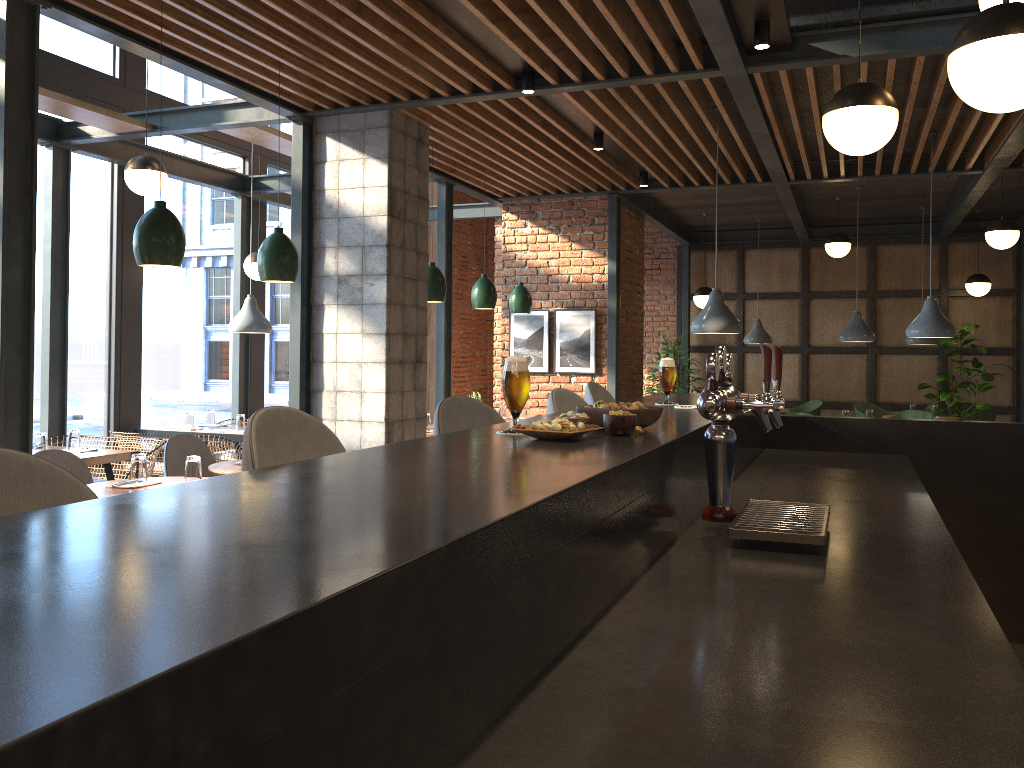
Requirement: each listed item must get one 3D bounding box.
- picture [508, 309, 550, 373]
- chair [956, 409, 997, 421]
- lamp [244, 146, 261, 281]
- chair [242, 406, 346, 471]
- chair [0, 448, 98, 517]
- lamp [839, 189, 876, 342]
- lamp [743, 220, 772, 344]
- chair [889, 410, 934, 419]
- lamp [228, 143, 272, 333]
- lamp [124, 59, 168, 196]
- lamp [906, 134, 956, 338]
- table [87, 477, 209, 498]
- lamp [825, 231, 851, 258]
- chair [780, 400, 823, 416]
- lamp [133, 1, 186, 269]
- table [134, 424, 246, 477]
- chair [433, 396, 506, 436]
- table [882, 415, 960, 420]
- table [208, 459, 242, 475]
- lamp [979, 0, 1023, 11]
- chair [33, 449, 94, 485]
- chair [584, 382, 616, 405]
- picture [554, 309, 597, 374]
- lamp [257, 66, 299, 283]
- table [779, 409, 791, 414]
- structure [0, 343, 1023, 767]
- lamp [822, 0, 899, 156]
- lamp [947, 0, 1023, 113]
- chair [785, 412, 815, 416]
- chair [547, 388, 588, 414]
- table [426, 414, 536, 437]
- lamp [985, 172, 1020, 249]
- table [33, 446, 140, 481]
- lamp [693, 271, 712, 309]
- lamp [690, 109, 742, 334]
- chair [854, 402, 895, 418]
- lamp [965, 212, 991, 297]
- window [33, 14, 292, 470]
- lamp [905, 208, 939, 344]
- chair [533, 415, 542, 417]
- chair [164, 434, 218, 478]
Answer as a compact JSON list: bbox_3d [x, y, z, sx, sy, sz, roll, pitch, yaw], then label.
[{"bbox_3d":[0.169,-0.428,8.857,0.430,0.631,0.015,1,-1,21],"label":"picture"},{"bbox_3d":[4.970,0.674,9.702,0.638,0.819,0.515,0,0,-32],"label":"chair"},{"bbox_3d":[-2.333,-2.856,8.243,0.268,3.796,0.268,1,-1,-11],"label":"lamp"},{"bbox_3d":[-0.281,0.672,1.779,0.507,1.244,0.418,0,-1,17],"label":"chair"},{"bbox_3d":[-0.488,0.706,1.038,0.507,1.244,0.418,0,-1,19],"label":"chair"},{"bbox_3d":[3.527,-2.674,9.035,0.352,4.493,0.353,1,-1,-34],"label":"lamp"},{"bbox_3d":[3.119,-2.751,11.198,0.352,4.493,0.353,1,-1,-34],"label":"lamp"},{"bbox_3d":[4.014,0.684,9.171,0.515,0.819,0.638,1,0,-19],"label":"chair"},{"bbox_3d":[-2.152,-2.670,7.382,0.353,4.493,0.353,1,-1,-17],"label":"lamp"},{"bbox_3d":[-2.422,-3.150,5.927,0.268,3.796,0.268,1,-1,-26],"label":"lamp"},{"bbox_3d":[3.223,-2.601,6.806,0.352,4.493,0.353,1,-1,-34],"label":"lamp"},{"bbox_3d":[-1.620,0.842,4.018,0.699,0.747,0.699,0,1,-27],"label":"table"},{"bbox_3d":[3.563,-3.270,9.665,0.268,3.796,0.268,1,-1,0],"label":"lamp"},{"bbox_3d":[3.624,0.611,11.215,0.515,0.819,0.638,1,0,-4],"label":"chair"},{"bbox_3d":[-1.598,-1.546,4.052,0.224,2.023,0.223,0,-1,25],"label":"lamp"},{"bbox_3d":[-2.475,0.736,7.531,1.271,0.706,0.658,1,1,21],"label":"table"},{"bbox_3d":[0.032,0.662,2.476,0.507,1.244,0.418,0,-1,32],"label":"chair"},{"bbox_3d":[4.676,0.722,10.152,0.807,0.687,0.807,1,1,21],"label":"table"},{"bbox_3d":[-1.299,0.817,4.850,0.699,0.747,0.699,1,1,31],"label":"table"},{"bbox_3d":[2.060,-3.345,3.618,0.268,3.796,0.268,0,-1,27],"label":"lamp"},{"bbox_3d":[-2.018,0.763,4.174,0.507,0.888,0.418,0,0,22],"label":"chair"},{"bbox_3d":[0.579,0.616,3.990,0.507,1.244,0.418,0,-1,21],"label":"chair"},{"bbox_3d":[0.617,-0.418,8.684,0.430,0.631,0.015,1,-1,21],"label":"picture"},{"bbox_3d":[-1.278,-1.571,4.883,0.224,2.023,0.223,0,-1,25],"label":"lamp"},{"bbox_3d":[3.087,0.673,11.170,0.807,0.687,0.807,0,1,-29],"label":"table"},{"bbox_3d":[1.236,0.625,1.655,2.917,1.397,4.920,1,2,21],"label":"structure"},{"bbox_3d":[1.328,-2.760,3.365,0.268,3.796,0.268,0,-1,23],"label":"lamp"},{"bbox_3d":[1.274,-2.592,2.282,0.268,3.796,0.268,0,-1,12],"label":"lamp"},{"bbox_3d":[3.046,0.687,8.817,0.515,0.819,0.638,1,0,-24],"label":"chair"},{"bbox_3d":[0.379,0.641,3.181,0.507,1.244,0.418,0,-1,27],"label":"chair"},{"bbox_3d":[-0.311,0.725,7.545,0.658,0.766,2.772,1,2,21],"label":"table"},{"bbox_3d":[4.331,-3.083,7.822,0.268,3.796,0.268,1,-1,-7],"label":"lamp"},{"bbox_3d":[-3.162,0.790,5.750,1.271,0.706,0.658,1,1,21],"label":"table"},{"bbox_3d":[2.364,-2.815,10.826,0.268,3.796,0.268,1,-1,-26],"label":"lamp"},{"bbox_3d":[1.436,-2.596,6.179,0.352,4.493,0.353,1,-1,-34],"label":"lamp"},{"bbox_3d":[4.403,0.640,10.563,0.638,0.819,0.515,0,0,-37],"label":"chair"},{"bbox_3d":[5.478,-2.922,10.403,0.268,3.796,0.268,1,-1,-26],"label":"lamp"},{"bbox_3d":[-3.593,-2.096,6.761,0.127,5.601,8.720,0,1,21],"label":"window"},{"bbox_3d":[4.726,-2.702,10.194,0.352,4.493,0.353,1,-1,-34],"label":"lamp"},{"bbox_3d":[-0.003,0.682,7.125,0.507,0.888,0.418,0,0,27],"label":"chair"},{"bbox_3d":[-1.707,0.737,5.038,0.507,0.888,0.418,0,0,22],"label":"chair"}]
